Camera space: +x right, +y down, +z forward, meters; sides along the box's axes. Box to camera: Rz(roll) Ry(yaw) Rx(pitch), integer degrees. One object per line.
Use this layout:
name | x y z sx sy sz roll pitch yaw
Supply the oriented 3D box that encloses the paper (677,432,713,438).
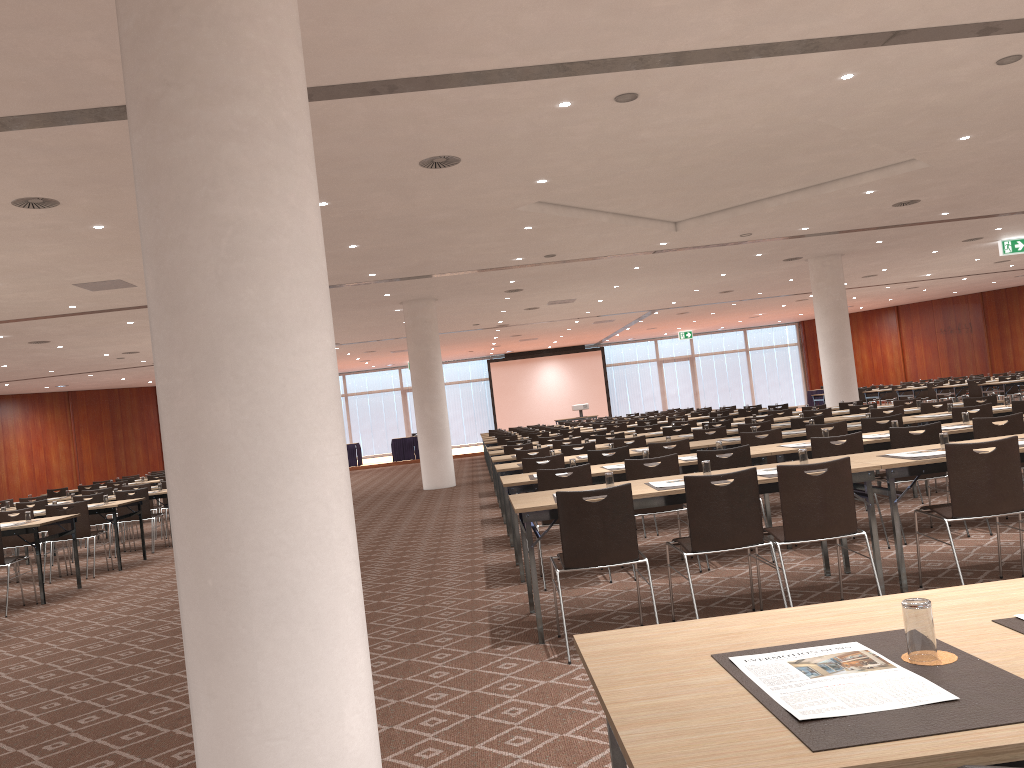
paper | 2.483 0.677 11.794 0.460 0.003 0.565 -7 -2 -2

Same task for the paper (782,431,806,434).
paper | 3.137 0.536 9.888 0.283 0.006 0.398 -6 -2 -3

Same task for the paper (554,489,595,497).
paper | 0.425 0.716 5.764 0.283 0.006 0.398 -6 -2 -3

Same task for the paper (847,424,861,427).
paper | 3.779 0.463 9.902 0.283 0.006 0.398 -6 -2 -4

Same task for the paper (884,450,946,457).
paper | 2.693 0.458 5.859 0.283 0.006 0.398 -6 -2 -4

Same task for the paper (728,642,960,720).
paper | 0.616 0.563 1.710 0.283 0.006 0.398 -6 -2 -4

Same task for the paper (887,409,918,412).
paper | 5.305 0.355 11.983 0.283 0.006 0.398 -6 -2 -5

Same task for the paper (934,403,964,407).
paper | 5.996 0.278 11.946 0.460 0.003 0.565 -6 -2 -4

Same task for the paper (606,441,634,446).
paper | 1.484 0.790 11.747 0.460 0.003 0.565 -6 -2 -3

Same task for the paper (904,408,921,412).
paper | 5.360 0.350 11.928 0.460 0.003 0.565 -6 -2 -3

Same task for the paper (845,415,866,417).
paper | 4.666 0.427 11.956 0.283 0.006 0.398 -6 -2 -4

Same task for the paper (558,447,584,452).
paper | 0.859 0.861 11.722 0.460 0.003 0.565 -6 -2 -2

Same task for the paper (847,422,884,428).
paper | 3.866 0.456 9.870 0.460 0.003 0.565 -7 -2 0

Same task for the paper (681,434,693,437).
paper | 2.406 0.684 11.872 0.283 0.006 0.398 -7 -2 -1

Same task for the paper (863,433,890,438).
paper | 3.260 0.458 7.897 0.283 0.006 0.398 -7 -2 -2

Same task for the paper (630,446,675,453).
paper | 1.576 0.716 9.754 0.460 0.003 0.565 -7 -2 -2

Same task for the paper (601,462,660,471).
paper | 1.038 0.712 7.729 0.460 0.003 0.565 -6 -2 -4

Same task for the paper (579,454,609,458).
paper | 0.902 0.790 9.784 0.283 0.006 0.398 -6 -2 -4

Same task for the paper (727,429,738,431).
paper | 3.073 0.608 11.880 0.283 0.006 0.398 -6 -2 -5

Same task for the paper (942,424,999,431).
paper | 3.928 0.384 7.867 0.460 0.003 0.565 -6 -2 -3

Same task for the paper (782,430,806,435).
paper | 3.190 0.533 9.845 0.460 0.003 0.565 -7 -2 -1

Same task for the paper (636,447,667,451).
paper | 1.543 0.717 9.811 0.283 0.006 0.398 -6 -2 -5

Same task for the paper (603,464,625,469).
paper | 0.965 0.719 7.801 0.283 0.006 0.398 -6 -2 -2

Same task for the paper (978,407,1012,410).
paper | 5.409 0.278 9.984 0.283 0.006 0.398 -6 -2 -6

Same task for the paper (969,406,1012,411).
paper | 5.463 0.274 9.934 0.460 0.003 0.565 -7 -2 -2

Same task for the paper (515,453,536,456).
paper | 0.182 0.936 11.753 0.283 0.006 0.398 -6 -2 -2

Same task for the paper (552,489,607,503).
paper | 0.497 0.709 5.681 0.460 0.003 0.565 -7 -2 1

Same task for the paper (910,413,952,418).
paper | 4.814 0.348 9.904 0.460 0.003 0.565 -6 -2 -3

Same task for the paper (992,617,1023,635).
paper | 1.296 0.488 1.686 0.460 0.003 0.565 -7 -2 -1

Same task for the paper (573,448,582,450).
paper | 0.808 0.865 11.778 0.283 0.006 0.398 -6 -2 -4

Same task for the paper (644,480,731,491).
paper | 1.124 0.638 5.731 0.460 0.003 0.565 -7 -2 0

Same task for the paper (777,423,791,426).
paper | 3.687 0.538 11.915 0.283 0.006 0.398 -6 -2 -3

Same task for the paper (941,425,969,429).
paper | 3.882 0.388 7.930 0.283 0.006 0.398 -6 -2 -3

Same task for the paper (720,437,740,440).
paper | 2.514 0.608 9.873 0.283 0.006 0.398 -6 -2 -3

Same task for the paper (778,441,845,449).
paper | 2.644 0.530 7.791 0.460 0.003 0.565 -6 -2 -3

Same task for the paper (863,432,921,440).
paper | 3.293 0.456 7.827 0.460 0.003 0.565 -6 -2 -4

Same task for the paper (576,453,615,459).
paper | 0.946 0.788 9.749 0.460 0.003 0.565 -7 -2 0

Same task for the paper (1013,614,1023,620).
paper | 1.261 0.491 1.777 0.283 0.006 0.398 -6 -2 -2

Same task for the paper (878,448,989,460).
paper | 2.724 0.456 5.781 0.460 0.003 0.565 -6 -2 -2

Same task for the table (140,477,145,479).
table | -8.808 2.753 22.902 2.267 0.833 0.953 -6 -2 -3

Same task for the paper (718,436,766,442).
paper | 2.562 0.604 9.796 0.460 0.003 0.565 -7 -2 -1

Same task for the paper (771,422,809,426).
paper | 3.745 0.534 11.854 0.460 0.003 0.565 -6 -2 -4

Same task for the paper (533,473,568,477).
paper | 0.333 0.791 7.772 0.283 0.006 0.398 -7 -2 -1

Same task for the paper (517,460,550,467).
paper | 0.296 0.860 9.670 0.460 0.003 0.565 -6 -2 -4

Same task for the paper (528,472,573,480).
paper | 0.379 0.787 7.707 0.460 0.003 0.565 -7 -2 -1

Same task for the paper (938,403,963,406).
paper | 5.967 0.280 12.039 0.283 0.006 0.398 -7 -2 -1

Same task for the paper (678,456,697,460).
paper | 1.625 0.643 7.806 0.283 0.006 0.398 -7 -2 -1

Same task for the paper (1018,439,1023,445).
paper | 3.335 0.385 5.891 0.283 0.006 0.398 -6 -2 -2

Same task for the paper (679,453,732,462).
paper | 1.702 0.638 7.777 0.460 0.003 0.565 -7 -2 0

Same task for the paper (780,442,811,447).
paper | 2.578 0.536 7.872 0.283 0.006 0.398 -7 -2 -2

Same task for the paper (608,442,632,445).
paper | 1.442 0.792 11.791 0.283 0.006 0.398 -6 -2 -2

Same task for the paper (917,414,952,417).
paper | 4.745 0.354 9.968 0.283 0.006 0.398 -6 -2 -2

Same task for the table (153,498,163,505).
table | -8.897 2.827 24.900 2.267 0.833 0.953 -6 -2 -3

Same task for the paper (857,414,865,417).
paper | 4.738 0.421 11.908 0.460 0.003 0.565 -6 -2 -3

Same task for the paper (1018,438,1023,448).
paper | 3.356 0.385 5.842 0.460 0.003 0.565 -6 -2 -3

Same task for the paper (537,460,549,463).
paper | 0.258 0.863 9.748 0.283 0.006 0.398 -7 -2 -1

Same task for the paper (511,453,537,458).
paper | 0.223 0.933 11.684 0.460 0.003 0.565 -6 -2 -3

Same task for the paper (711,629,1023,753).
paper | 0.681 0.559 1.679 0.460 0.003 0.565 -6 -2 -4
